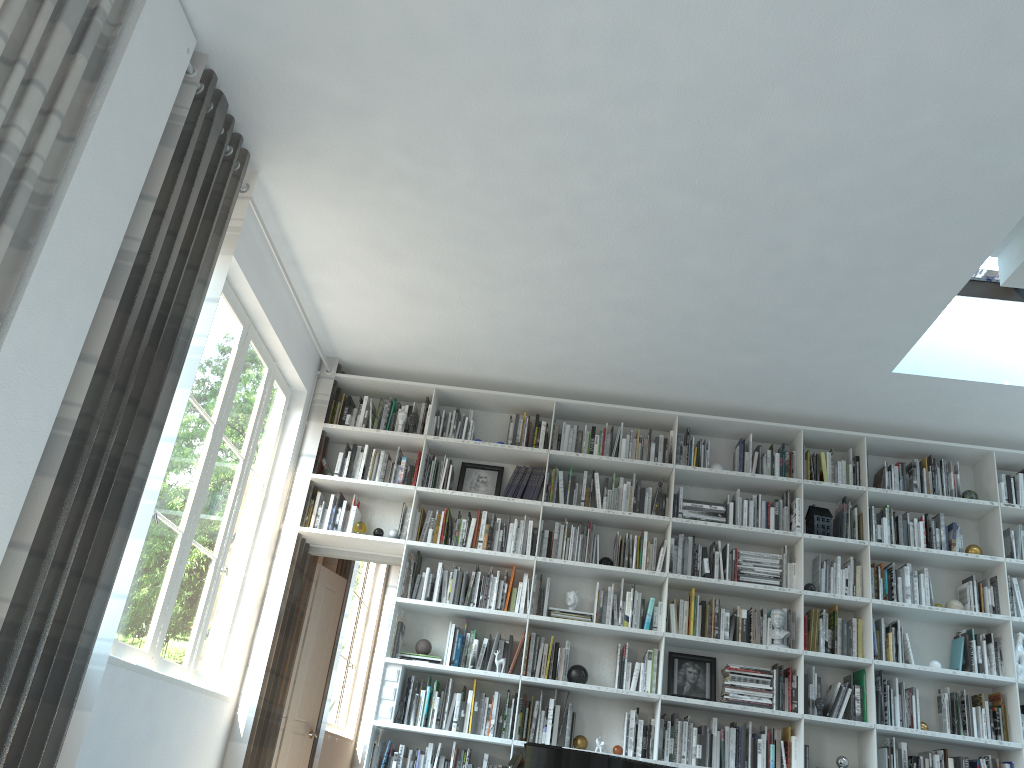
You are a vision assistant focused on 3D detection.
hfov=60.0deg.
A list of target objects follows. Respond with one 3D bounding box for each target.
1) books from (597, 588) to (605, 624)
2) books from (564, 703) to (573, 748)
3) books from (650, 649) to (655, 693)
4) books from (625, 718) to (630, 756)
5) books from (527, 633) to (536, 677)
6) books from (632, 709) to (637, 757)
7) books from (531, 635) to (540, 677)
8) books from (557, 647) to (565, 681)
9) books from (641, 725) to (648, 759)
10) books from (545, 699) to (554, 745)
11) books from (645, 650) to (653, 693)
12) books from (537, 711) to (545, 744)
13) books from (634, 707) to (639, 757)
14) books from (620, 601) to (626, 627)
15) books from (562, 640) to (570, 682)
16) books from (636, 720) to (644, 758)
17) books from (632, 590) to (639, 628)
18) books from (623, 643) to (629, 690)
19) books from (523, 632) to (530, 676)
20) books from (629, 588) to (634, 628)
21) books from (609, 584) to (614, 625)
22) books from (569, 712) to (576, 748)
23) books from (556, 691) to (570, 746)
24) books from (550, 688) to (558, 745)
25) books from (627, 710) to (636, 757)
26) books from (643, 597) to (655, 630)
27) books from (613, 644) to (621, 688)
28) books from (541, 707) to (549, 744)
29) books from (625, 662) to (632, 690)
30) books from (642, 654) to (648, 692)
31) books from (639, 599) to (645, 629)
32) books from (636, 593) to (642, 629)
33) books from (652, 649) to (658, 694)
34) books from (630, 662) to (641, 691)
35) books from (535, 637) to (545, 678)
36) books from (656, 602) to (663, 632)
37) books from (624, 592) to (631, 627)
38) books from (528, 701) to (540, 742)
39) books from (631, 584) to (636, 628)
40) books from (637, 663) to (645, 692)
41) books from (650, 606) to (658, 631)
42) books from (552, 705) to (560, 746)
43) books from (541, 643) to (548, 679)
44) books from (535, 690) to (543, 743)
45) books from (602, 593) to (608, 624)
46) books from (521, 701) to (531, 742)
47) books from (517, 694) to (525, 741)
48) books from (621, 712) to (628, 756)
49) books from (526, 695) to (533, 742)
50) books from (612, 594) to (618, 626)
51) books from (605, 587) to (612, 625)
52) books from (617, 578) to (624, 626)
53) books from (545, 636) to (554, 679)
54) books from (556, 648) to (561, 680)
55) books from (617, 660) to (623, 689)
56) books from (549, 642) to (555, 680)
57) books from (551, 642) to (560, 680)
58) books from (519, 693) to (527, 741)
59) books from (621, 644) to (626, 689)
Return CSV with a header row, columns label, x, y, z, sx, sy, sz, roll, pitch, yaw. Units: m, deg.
label,x,y,z,sx,sy,sz,roll,pitch,yaw
books,0.564,1.452,5.699,0.030,0.246,0.175,6,-25,4
books,0.345,2.091,5.412,0.027,0.260,0.164,6,-25,4
books,0.863,1.806,5.529,0.011,0.277,0.188,6,-25,4
books,0.696,2.157,5.400,0.015,0.224,0.149,6,-25,4
books,0.120,1.726,5.595,0.025,0.283,0.146,6,-25,4
books,0.738,2.136,5.403,0.010,0.276,0.156,6,-25,4
books,0.145,1.735,5.596,0.026,0.273,0.155,6,-25,4
books,0.306,1.775,5.561,0.028,0.215,0.176,6,-25,4
books,0.795,2.183,5.389,0.031,0.194,0.142,6,-25,4
books,0.229,2.075,5.423,0.027,0.268,0.186,6,-25,4
books,0.844,1.812,5.537,0.027,0.268,0.179,6,-25,4
books,0.177,2.106,5.418,0.024,0.195,0.157,6,-25,4
books,0.751,2.130,5.402,0.014,0.289,0.132,6,-25,4
books,0.704,1.505,5.699,0.025,0.188,0.141,6,-25,4
books,0.338,1.762,5.583,0.028,0.264,0.145,6,-25,4
books,0.767,2.160,5.378,0.029,0.220,0.154,6,-25,4
books,0.782,1.473,5.690,0.023,0.258,0.171,6,-25,4
books,0.705,1.787,5.560,0.012,0.297,0.167,6,-25,4
books,0.090,1.726,5.606,0.012,0.283,0.160,6,-25,4
books,0.754,1.463,5.685,0.012,0.264,0.193,6,-25,4
books,0.633,1.443,5.704,0.012,0.284,0.168,6,-25,4
books,0.367,2.123,5.414,0.023,0.211,0.160,6,-25,4
books,0.311,2.058,5.430,0.050,0.326,0.167,6,-25,4
books,0.253,2.057,5.458,0.013,0.337,0.138,6,-24,4
books,0.719,2.131,5.391,0.027,0.268,0.159,6,-25,4
books,0.869,1.496,5.675,0.060,0.226,0.180,6,-25,4
books,0.656,1.786,5.557,0.012,0.283,0.160,6,-25,4
books,0.201,2.098,5.416,0.021,0.214,0.172,6,-25,4
books,0.718,1.844,5.541,0.030,0.182,0.155,6,-25,4
books,0.823,1.818,5.527,0.012,0.243,0.172,6,-25,4
books,0.826,1.505,5.697,0.026,0.218,0.150,6,-25,4
books,0.805,1.486,5.706,0.022,0.255,0.153,6,-25,4
books,0.879,1.808,5.531,0.021,0.280,0.162,6,-25,4
books,0.761,1.840,5.525,0.057,0.187,0.156,6,-25,4
books,0.174,1.740,5.585,0.036,0.262,0.167,6,-25,4
books,0.938,1.518,5.686,0.026,0.216,0.127,6,-25,4
books,0.733,1.474,5.692,0.028,0.246,0.171,6,-25,4
books,0.134,2.076,5.428,0.042,0.247,0.163,6,-25,4
books,0.768,1.452,5.699,0.011,0.299,0.179,6,-25,4
books,0.801,1.846,5.527,0.024,0.187,0.173,6,-25,4
books,0.910,1.530,5.678,0.027,0.180,0.142,6,-25,4
books,0.267,2.099,5.429,0.029,0.239,0.136,6,-25,4
books,0.203,1.761,5.578,0.025,0.227,0.153,6,-25,4
books,0.166,2.049,5.439,0.014,0.312,0.167,6,-25,4
books,0.590,1.477,5.719,0.024,0.226,0.138,6,-25,4
books,0.086,2.074,5.430,0.030,0.238,0.157,6,-25,4
books,0.054,2.059,5.451,0.013,0.274,0.148,6,-25,4
books,0.684,2.139,5.399,0.012,0.253,0.161,6,-25,4
books,0.109,2.058,5.428,0.012,0.271,0.182,6,-25,4
books,0.660,1.481,5.704,0.048,0.223,0.150,6,-25,4
books,0.615,1.455,5.712,0.022,0.266,0.152,6,-25,4
books,0.695,1.434,5.715,0.010,0.328,0.174,6,-25,4
books,0.231,1.734,5.567,0.026,0.273,0.191,6,-25,4
books,0.287,1.778,5.564,0.011,0.207,0.181,6,-25,4
books,0.668,1.831,5.532,0.025,0.185,0.154,6,-25,4
books,0.249,1.759,5.578,0.014,0.242,0.153,6,-25,4
books,0.271,1.767,5.592,0.028,0.246,0.143,6,-25,4
books,0.068,2.053,5.443,0.013,0.282,0.147,6,-25,4
books,0.693,1.790,5.563,0.011,0.290,0.156,6,-25,4
